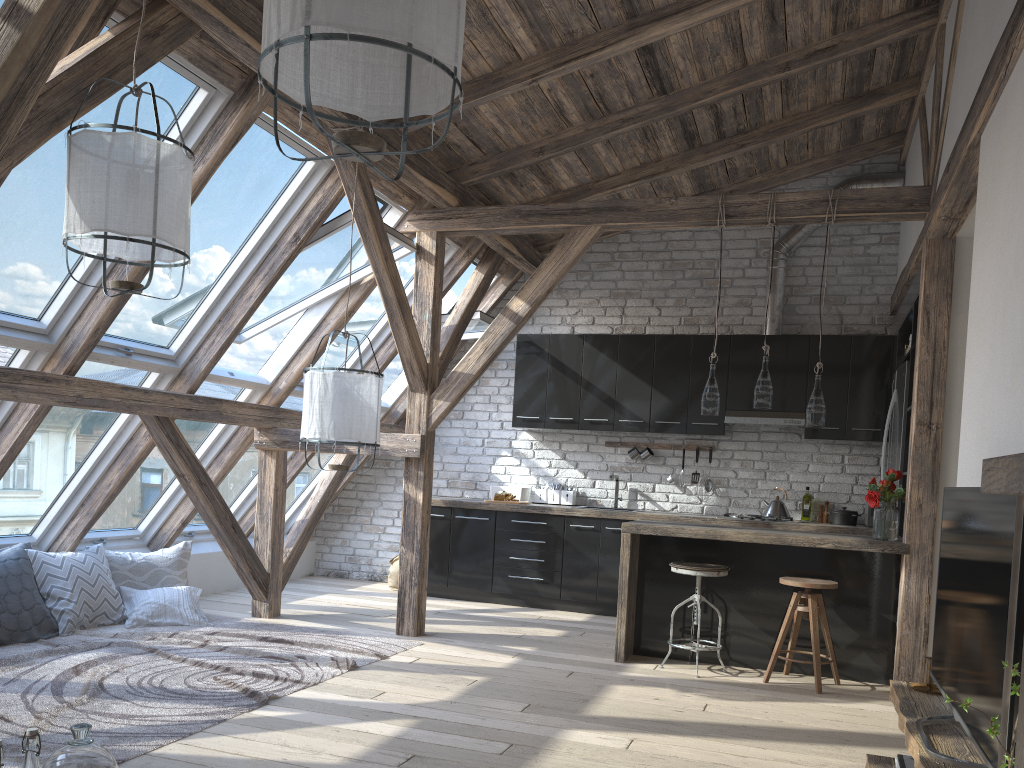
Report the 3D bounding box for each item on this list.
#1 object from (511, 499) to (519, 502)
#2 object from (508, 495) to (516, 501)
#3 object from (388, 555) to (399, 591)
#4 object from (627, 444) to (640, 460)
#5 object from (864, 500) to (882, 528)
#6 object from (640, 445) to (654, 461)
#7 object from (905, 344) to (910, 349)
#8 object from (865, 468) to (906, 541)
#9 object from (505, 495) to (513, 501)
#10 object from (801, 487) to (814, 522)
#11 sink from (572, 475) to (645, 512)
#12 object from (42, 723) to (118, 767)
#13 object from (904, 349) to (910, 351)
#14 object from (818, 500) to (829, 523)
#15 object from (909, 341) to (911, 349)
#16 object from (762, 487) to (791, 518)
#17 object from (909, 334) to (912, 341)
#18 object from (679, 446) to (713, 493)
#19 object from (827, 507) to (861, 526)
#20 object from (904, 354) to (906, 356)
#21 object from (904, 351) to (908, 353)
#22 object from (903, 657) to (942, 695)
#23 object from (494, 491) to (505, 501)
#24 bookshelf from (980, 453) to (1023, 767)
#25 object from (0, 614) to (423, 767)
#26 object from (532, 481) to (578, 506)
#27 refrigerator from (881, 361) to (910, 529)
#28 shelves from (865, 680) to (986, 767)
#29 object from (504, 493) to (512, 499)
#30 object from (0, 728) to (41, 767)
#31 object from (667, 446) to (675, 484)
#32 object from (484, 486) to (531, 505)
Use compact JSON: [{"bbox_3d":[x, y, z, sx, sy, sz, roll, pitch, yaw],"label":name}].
[{"bbox_3d":[0.028,0.991,7.476,0.068,0.017,0.078,4,-5,-3],"label":"object"},{"bbox_3d":[0.000,0.969,7.467,0.073,0.055,0.083,3,-3,-5],"label":"object"},{"bbox_3d":[-0.989,1.666,7.987,0.392,0.389,0.339,1,-2,45],"label":"object"},{"bbox_3d":[1.042,0.581,7.485,0.117,0.139,0.093,3,-1,21],"label":"object"},{"bbox_3d":[2.766,0.984,6.745,0.088,0.226,0.353,3,-3,19],"label":"object"},{"bbox_3d":[1.142,0.583,7.442,0.117,0.139,0.093,2,-1,36],"label":"object"},{"bbox_3d":[2.700,-0.231,5.900,0.106,0.067,0.094,7,-5,-43],"label":"object"},{"bbox_3d":[2.135,0.686,5.024,0.313,0.415,0.250,4,-1,-38],"label":"object"},{"bbox_3d":[-0.025,0.965,7.454,0.072,0.057,0.083,3,-3,-5],"label":"object"},{"bbox_3d":[2.366,0.961,7.027,0.089,0.283,0.081,3,1,14],"label":"object"},{"bbox_3d":[0.813,1.013,7.315,0.525,0.515,0.516,2,-2,19],"label":"sink"},{"bbox_3d":[-0.918,0.843,1.865,0.156,0.247,0.156,3,0,-13],"label":"object"},{"bbox_3d":[2.649,-0.214,5.761,0.149,0.026,0.149,6,-6,-29],"label":"object"},{"bbox_3d":[2.483,1.015,7.009,0.079,0.183,0.039,3,1,32],"label":"object"},{"bbox_3d":[2.653,-0.247,5.755,0.106,0.067,0.095,1,-4,30],"label":"object"},{"bbox_3d":[2.061,0.919,6.837,0.221,0.235,0.222,3,-2,9],"label":"object"},{"bbox_3d":[2.650,-0.292,5.750,0.094,0.067,0.106,3,-4,5],"label":"object"},{"bbox_3d":[1.530,0.705,7.291,0.282,0.381,0.070,3,1,19],"label":"object"},{"bbox_3d":[2.586,1.028,6.858,0.247,0.141,0.210,2,-4,18],"label":"object"},{"bbox_3d":[2.648,-0.179,5.762,0.149,0.022,0.148,8,-8,-44],"label":"object"},{"bbox_3d":[2.648,-0.203,5.761,0.149,0.026,0.149,6,-6,-29],"label":"object"},{"bbox_3d":[1.451,1.005,3.047,0.139,0.112,0.140,3,-3,1],"label":"object"},{"bbox_3d":[-0.107,0.947,7.459,0.090,0.087,0.086,3,-2,-4],"label":"object"},{"bbox_3d":[0.405,0.586,0.193,0.347,1.172,1.632,4,-3,19],"label":"bookshelf"},{"bbox_3d":[-2.107,1.420,4.451,2.183,0.056,3.205,1,-6,19],"label":"object"},{"bbox_3d":[0.386,0.955,7.679,0.404,0.201,0.148,2,-1,20],"label":"object"},{"bbox_3d":[2.854,0.875,5.759,0.850,1.922,0.945,3,0,19],"label":"refrigerator"},{"bbox_3d":[1.169,1.209,2.413,0.330,0.449,1.612,3,-5,19],"label":"shelves"},{"bbox_3d":[-0.034,0.966,7.512,0.074,0.067,0.079,4,-3,-9],"label":"object"},{"bbox_3d":[-0.971,0.813,1.708,0.071,0.268,0.154,4,0,19],"label":"object"},{"bbox_3d":[1.341,0.682,7.389,0.071,0.326,0.066,4,1,19],"label":"object"},{"bbox_3d":[-0.023,0.959,7.616,0.381,0.133,0.593,3,-5,7],"label":"object"}]
